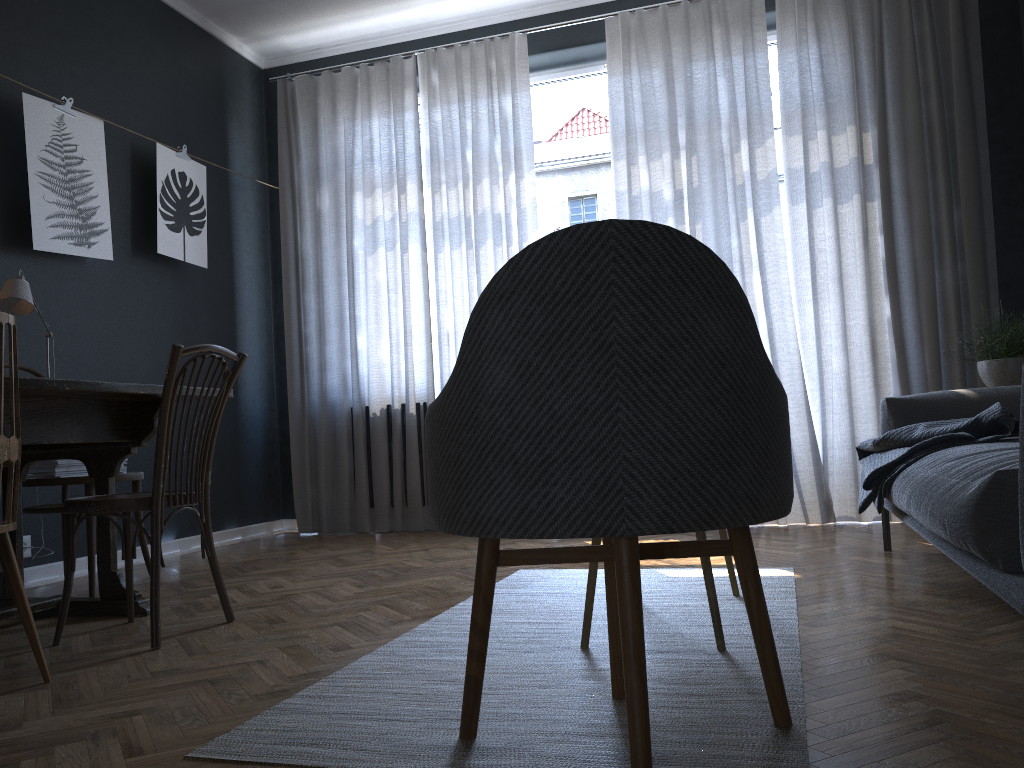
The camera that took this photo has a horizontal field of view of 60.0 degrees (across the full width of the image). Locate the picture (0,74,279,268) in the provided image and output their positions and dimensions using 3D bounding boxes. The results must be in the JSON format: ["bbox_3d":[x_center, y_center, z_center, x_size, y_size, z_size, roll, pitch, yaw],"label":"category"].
[{"bbox_3d":[-2.079,-0.958,3.460,0.058,0.770,4.459,-4,-4,17],"label":"picture"}]

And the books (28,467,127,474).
[{"bbox_3d":[-1.708,0.336,3.461,0.219,0.013,0.305,-5,-4,29],"label":"books"}]

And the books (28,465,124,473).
[{"bbox_3d":[-1.714,0.331,3.464,0.219,0.008,0.288,-5,-4,30],"label":"books"}]

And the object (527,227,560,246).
[{"bbox_3d":[0.309,-0.446,5.022,0.514,0.809,0.600,-3,-3,-9],"label":"object"}]

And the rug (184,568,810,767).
[{"bbox_3d":[0.217,0.638,2.295,1.004,0.013,2.012,-4,-4,17],"label":"rug"}]

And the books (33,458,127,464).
[{"bbox_3d":[-1.710,0.301,3.472,0.218,0.008,0.304,-5,-4,28],"label":"books"}]

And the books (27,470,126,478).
[{"bbox_3d":[-1.709,0.352,3.460,0.218,0.007,0.305,-5,-4,29],"label":"books"}]

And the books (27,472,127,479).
[{"bbox_3d":[-1.707,0.359,3.462,0.218,0.008,0.304,-5,-4,24],"label":"books"}]

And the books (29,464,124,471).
[{"bbox_3d":[-1.715,0.326,3.465,0.219,0.008,0.288,-5,-4,30],"label":"books"}]

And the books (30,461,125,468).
[{"bbox_3d":[-1.710,0.315,3.469,0.218,0.008,0.288,-5,-4,28],"label":"books"}]

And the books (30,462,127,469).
[{"bbox_3d":[-1.711,0.320,3.473,0.218,0.006,0.304,-5,-4,29],"label":"books"}]

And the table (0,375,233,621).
[{"bbox_3d":[-1.701,0.383,2.408,1.126,0.727,1.605,-4,-3,17],"label":"table"}]

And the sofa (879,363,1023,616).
[{"bbox_3d":[1.513,0.169,2.273,0.970,0.797,2.341,-4,-4,16],"label":"sofa"}]

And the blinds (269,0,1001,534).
[{"bbox_3d":[0.513,-0.623,4.871,3.994,2.787,0.312,-4,-3,17],"label":"blinds"}]

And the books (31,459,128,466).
[{"bbox_3d":[-1.708,0.308,3.470,0.218,0.008,0.304,-5,-4,28],"label":"books"}]

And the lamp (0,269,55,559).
[{"bbox_3d":[-1.801,0.150,3.370,0.242,1.069,0.801,-2,-3,-29],"label":"lamp"}]

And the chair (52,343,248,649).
[{"bbox_3d":[-1.041,0.311,2.564,0.467,0.819,0.363,-4,-3,16],"label":"chair"}]

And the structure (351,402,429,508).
[{"bbox_3d":[-0.081,0.379,5.089,1.847,0.600,0.216,-4,-3,17],"label":"structure"}]

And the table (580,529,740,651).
[{"bbox_3d":[0.406,0.360,2.387,0.339,0.549,0.788,-4,-3,17],"label":"table"}]

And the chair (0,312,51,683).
[{"bbox_3d":[-1.285,0.273,1.956,0.384,0.856,0.456,-3,-3,2],"label":"chair"}]

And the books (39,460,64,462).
[{"bbox_3d":[-1.714,0.294,3.475,0.218,0.008,0.304,-5,-4,29],"label":"books"}]

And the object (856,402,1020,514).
[{"bbox_3d":[1.390,0.238,2.913,0.490,0.329,0.667,-4,-4,22],"label":"object"}]

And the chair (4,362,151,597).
[{"bbox_3d":[-1.738,0.354,3.496,0.549,0.920,0.438,-4,-3,14],"label":"chair"}]

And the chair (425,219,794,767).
[{"bbox_3d":[0.182,0.183,1.486,0.645,0.810,0.495,-3,-3,-5],"label":"chair"}]

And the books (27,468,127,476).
[{"bbox_3d":[-1.708,0.344,3.462,0.219,0.008,0.304,-5,-4,29],"label":"books"}]
